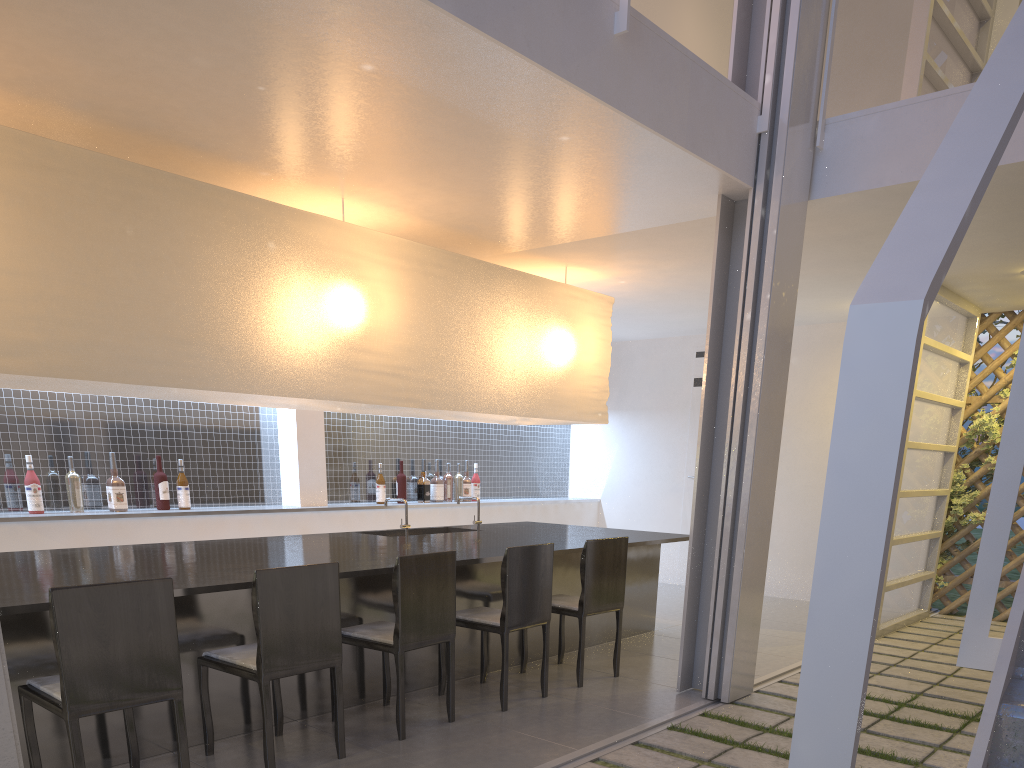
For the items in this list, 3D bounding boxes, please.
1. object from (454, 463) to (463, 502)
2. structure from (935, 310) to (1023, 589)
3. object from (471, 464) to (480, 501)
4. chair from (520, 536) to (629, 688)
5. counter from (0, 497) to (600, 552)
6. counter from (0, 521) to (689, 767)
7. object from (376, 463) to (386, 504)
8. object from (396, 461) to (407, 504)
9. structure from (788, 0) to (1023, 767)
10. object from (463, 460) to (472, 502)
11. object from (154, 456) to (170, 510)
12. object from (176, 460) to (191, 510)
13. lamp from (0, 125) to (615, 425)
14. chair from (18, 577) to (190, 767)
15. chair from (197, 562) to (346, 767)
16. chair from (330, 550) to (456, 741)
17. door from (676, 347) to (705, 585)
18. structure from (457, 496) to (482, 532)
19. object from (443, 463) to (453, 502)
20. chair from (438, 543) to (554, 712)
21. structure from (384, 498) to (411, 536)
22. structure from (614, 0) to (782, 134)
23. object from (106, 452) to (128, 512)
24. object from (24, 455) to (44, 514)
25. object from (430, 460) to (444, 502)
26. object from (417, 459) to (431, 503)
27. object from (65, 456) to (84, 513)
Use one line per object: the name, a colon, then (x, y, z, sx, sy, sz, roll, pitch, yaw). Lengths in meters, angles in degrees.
object: (-0.254, 0.472, 3.924, 0.044, 0.198, 0.043, 13, 19, 39)
structure: (2.261, -0.006, 3.155, 1.103, 2.117, 0.280, 10, 17, 38)
object: (-0.177, 0.481, 4.020, 0.042, 0.197, 0.041, -9, 18, -35)
chair: (0.177, 0.658, 2.426, 0.230, 0.465, 0.184, 11, 16, 41)
counter: (-0.789, 0.729, 3.430, 0.223, 0.462, 3.581, 12, 3, 42)
counter: (-0.463, 0.658, 2.359, 0.796, 0.393, 2.480, 0, -4, 42)
object: (-0.573, 0.436, 3.590, 0.042, 0.193, 0.038, 4, 15, 11)
object: (-0.491, 0.437, 3.656, 0.043, 0.205, 0.043, 10, 17, 31)
structure: (0.649, -0.228, 0.969, 1.150, 2.077, 1.901, 9, 9, 35)
object: (-0.219, 0.468, 3.973, 0.046, 0.215, 0.043, -1, 15, -7)
object: (-1.229, 0.348, 2.883, 0.043, 0.205, 0.043, 10, 17, 31)
object: (-1.171, 0.360, 2.925, 0.042, 0.193, 0.038, 4, 15, 11)
lamp: (-0.566, -0.165, 2.229, 0.434, 0.448, 2.271, 6, 0, 42)
chair: (-0.727, 0.546, 1.451, 0.231, 0.465, 0.184, 11, 16, 41)
chair: (-0.501, 0.574, 1.695, 0.232, 0.465, 0.183, 10, 15, 37)
chair: (-0.286, 0.603, 1.948, 0.233, 0.465, 0.182, 9, 15, 35)
door: (-1.090, 0.238, 2.513, 5.480, 1.270, 0.450, 4, 9, -36)
structure: (-0.159, 0.463, 2.934, 0.109, 0.131, 0.033, 7, 14, 38)
object: (-0.303, 0.467, 3.893, 0.046, 0.198, 0.041, 1, 14, -3)
chair: (-0.049, 0.630, 2.182, 0.232, 0.465, 0.183, 10, 15, 37)
structure: (-0.383, 0.434, 2.688, 0.109, 0.131, 0.033, 7, 14, 38)
structure: (0.012, -0.930, 1.156, 0.026, 0.589, 1.675, 15, 7, 42)
object: (-1.324, 0.328, 2.747, 0.044, 0.215, 0.045, 14, 19, 41)
object: (-1.498, 0.315, 2.571, 0.042, 0.197, 0.041, 14, 19, 40)
object: (-0.350, 0.453, 3.839, 0.044, 0.215, 0.045, 14, 19, 41)
object: (-0.405, 0.445, 3.773, 0.044, 0.216, 0.044, 13, 19, 39)
object: (-1.420, 0.327, 2.667, 0.046, 0.198, 0.041, 1, 14, -2)
